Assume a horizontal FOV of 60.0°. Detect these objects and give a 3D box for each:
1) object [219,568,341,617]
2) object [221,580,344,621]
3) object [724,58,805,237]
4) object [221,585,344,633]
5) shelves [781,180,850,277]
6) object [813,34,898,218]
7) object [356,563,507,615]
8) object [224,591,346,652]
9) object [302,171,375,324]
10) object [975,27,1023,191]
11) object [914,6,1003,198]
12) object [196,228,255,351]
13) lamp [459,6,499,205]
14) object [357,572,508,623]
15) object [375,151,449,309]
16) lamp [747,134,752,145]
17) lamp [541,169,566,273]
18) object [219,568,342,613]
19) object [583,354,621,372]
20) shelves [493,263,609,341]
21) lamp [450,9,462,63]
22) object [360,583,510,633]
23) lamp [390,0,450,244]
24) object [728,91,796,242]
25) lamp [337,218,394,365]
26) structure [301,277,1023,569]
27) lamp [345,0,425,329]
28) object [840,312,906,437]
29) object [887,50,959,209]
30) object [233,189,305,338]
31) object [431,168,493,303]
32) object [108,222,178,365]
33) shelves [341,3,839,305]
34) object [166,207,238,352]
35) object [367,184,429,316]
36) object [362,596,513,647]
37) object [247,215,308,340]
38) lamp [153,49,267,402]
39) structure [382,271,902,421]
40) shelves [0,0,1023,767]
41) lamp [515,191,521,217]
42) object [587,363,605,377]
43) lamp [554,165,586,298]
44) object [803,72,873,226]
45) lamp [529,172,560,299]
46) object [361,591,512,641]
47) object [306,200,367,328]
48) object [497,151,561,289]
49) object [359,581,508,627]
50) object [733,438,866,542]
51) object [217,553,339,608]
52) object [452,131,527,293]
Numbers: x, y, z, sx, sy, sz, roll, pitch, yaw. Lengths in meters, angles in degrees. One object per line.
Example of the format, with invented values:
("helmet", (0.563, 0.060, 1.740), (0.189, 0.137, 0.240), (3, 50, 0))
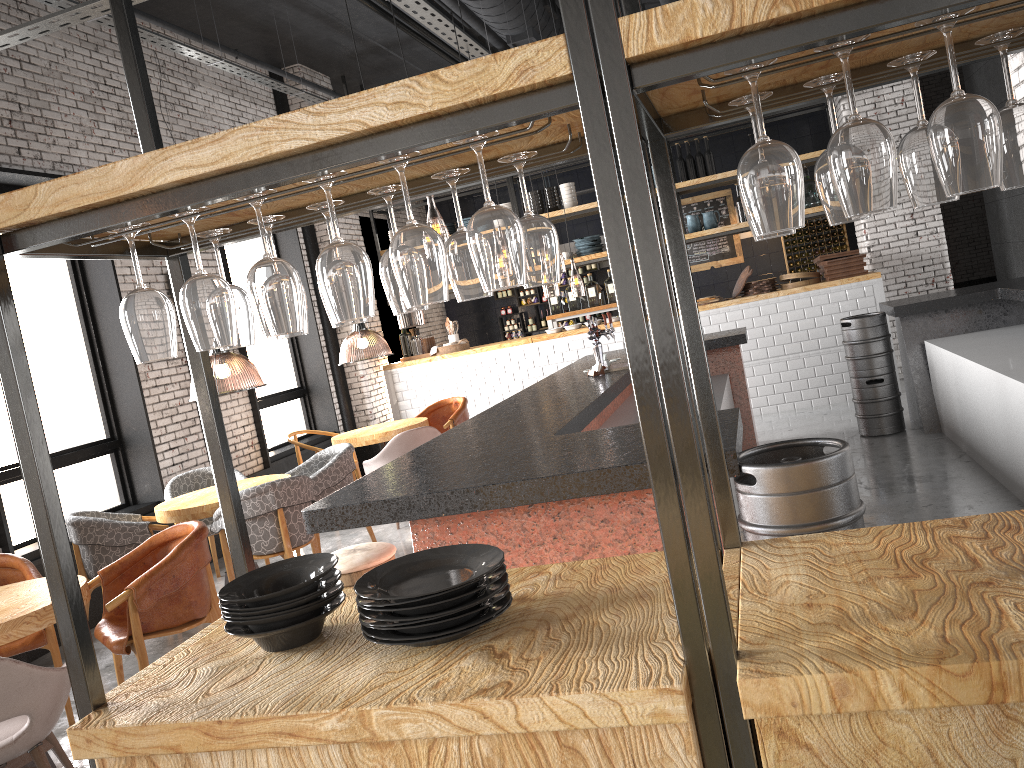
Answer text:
("object", (-0.487, 0.469, 1.897), (0.257, 0.072, 0.257), (-12, 4, -12))
("object", (-0.483, 0.486, 1.899), (0.256, 0.075, 0.257), (-7, 6, 41))
("object", (0.404, -0.375, 1.416), (0.101, 0.267, 0.101), (-9, 4, 30))
("object", (-0.482, 0.494, 1.900), (0.257, 0.075, 0.257), (-10, 5, 16))
("shelves", (4.480, -1.890, 13.029), (0.888, 2.146, 0.251), (-10, 3, 16))
("object", (0.535, -0.398, 1.378), (0.101, 0.267, 0.101), (-9, 4, 30))
("object", (-0.159, 0.414, 1.783), (0.305, 0.037, 0.306), (-10, 5, 17))
("object", (-0.478, 0.517, 1.900), (0.257, 0.067, 0.257), (-11, 4, 8))
("object", (-0.316, -0.248, 1.625), (0.101, 0.267, 0.101), (-13, 4, -20))
("object", (0.888, -0.483, 1.571), (0.101, 0.267, 0.101), (-9, 4, 30))
("object", (0.674, -0.422, 1.337), (0.101, 0.267, 0.101), (-9, 4, 30))
("object", (-0.652, -0.213, 2.018), (0.101, 0.267, 0.101), (-13, 4, -20))
("lamp", (-0.152, -1.432, 5.244), (0.109, 1.597, 0.108), (-14, 4, -42))
("object", (-0.156, 0.428, 1.783), (0.306, 0.042, 0.305), (-13, 5, -27))
("object", (-0.176, -0.273, 1.584), (0.101, 0.267, 0.101), (-13, 4, -20))
("lamp", (3.571, -3.192, 13.016), (0.390, 0.936, 0.391), (-10, 4, 19))
("lamp", (0.198, -1.604, 6.540), (0.109, 1.597, 0.108), (-14, 4, -42))
("object", (-0.487, 0.465, 1.898), (0.257, 0.072, 0.257), (-10, 5, 16))
("object", (0.730, -0.207, 7.200), (0.200, 0.106, 0.768), (-10, 5, 16))
("shelves", (0.616, -1.322, 14.187), (1.759, 1.480, 0.158), (-10, 4, 16))
("lamp", (-0.174, -1.224, 4.624), (0.108, 1.460, 0.108), (-12, 3, -12))
("object", (-0.152, 0.451, 1.785), (0.305, 0.044, 0.306), (-10, 5, 17))
("lamp", (-0.481, -1.376, 4.089), (0.109, 1.597, 0.108), (-14, 4, -42))
("object", (0.478, -0.411, 1.690), (0.101, 0.267, 0.101), (-9, 4, 30))
("lamp", (-1.620, -1.408, 8.354), (0.538, 2.403, 0.536), (-13, 4, -32))
("structure", (2.082, 0.073, 5.429), (4.306, 1.531, 5.890), (-10, 5, 16))
("lamp", (-0.563, -1.015, 3.588), (0.109, 1.597, 0.108), (-14, 4, -42))
("object", (3.115, -0.083, 7.661), (0.398, 1.034, 0.399), (-14, 4, -39))
("object", (0.749, -0.459, 1.612), (0.101, 0.267, 0.101), (-9, 4, 30))
("object", (-0.455, -0.224, 1.665), (0.101, 0.267, 0.101), (-13, 4, -20))
("object", (-0.102, -0.310, 1.859), (0.101, 0.267, 0.101), (-13, 4, -20))
("object", (-0.726, -0.177, 1.743), (0.101, 0.267, 0.101), (-13, 4, -20))
("shelves", (0.873, -3.017, 10.808), (5.671, 3.063, 0.599), (-10, 4, 16))
("object", (-0.595, -0.200, 1.705), (0.101, 0.267, 0.101), (-13, 4, -20))
("object", (-0.242, -0.285, 1.899), (0.101, 0.267, 0.101), (-13, 4, -20))
("object", (-0.146, 0.476, 1.787), (0.306, 0.035, 0.305), (-14, 6, -36))
("object", (-0.521, -0.236, 1.980), (0.101, 0.267, 0.101), (-13, 4, -20))
("lamp", (-2.220, -1.112, 6.130), (0.538, 2.403, 0.536), (-13, 4, -32))
("structure", (1.469, -0.138, 10.896), (5.794, 1.344, 1.514), (-10, 4, 16))
("shelves", (0.675, -1.133, 1.395), (3.656, 5.013, 0.691), (-10, 4, 16))
("lamp", (0.130, -2.591, 14.050), (0.390, 0.936, 0.391), (-10, 4, 19))
("object", (0.598, -0.109, 6.384), (0.091, 0.091, 0.178), (-12, 4, -9))
("lamp", (0.389, -1.485, 7.118), (0.109, 1.597, 0.108), (-14, 4, -42))
("object", (0.609, -0.434, 1.652), (0.101, 0.267, 0.101), (-9, 4, 30))
("lamp", (0.117, -1.365, 5.907), (0.108, 1.597, 0.108), (-11, 3, -2))
("object", (-0.149, 0.466, 1.785), (0.305, 0.041, 0.307), (-8, 5, 33))
("object", (-0.381, -0.261, 1.940), (0.101, 0.267, 0.101), (-13, 4, -20))
("object", (0.037, -0.334, 1.818), (0.101, 0.267, 0.101), (-14, 5, -43))
("object", (-0.154, 0.443, 1.785), (0.306, 0.046, 0.305), (-13, 5, -26))
("object", (0.988, 0.719, 2.875), (0.398, 1.034, 0.399), (-14, 4, -39))
("object", (-0.492, 0.440, 1.895), (0.257, 0.076, 0.257), (-14, 5, -37))
("object", (-0.037, -0.297, 1.544), (0.101, 0.267, 0.101), (-14, 5, -43))
